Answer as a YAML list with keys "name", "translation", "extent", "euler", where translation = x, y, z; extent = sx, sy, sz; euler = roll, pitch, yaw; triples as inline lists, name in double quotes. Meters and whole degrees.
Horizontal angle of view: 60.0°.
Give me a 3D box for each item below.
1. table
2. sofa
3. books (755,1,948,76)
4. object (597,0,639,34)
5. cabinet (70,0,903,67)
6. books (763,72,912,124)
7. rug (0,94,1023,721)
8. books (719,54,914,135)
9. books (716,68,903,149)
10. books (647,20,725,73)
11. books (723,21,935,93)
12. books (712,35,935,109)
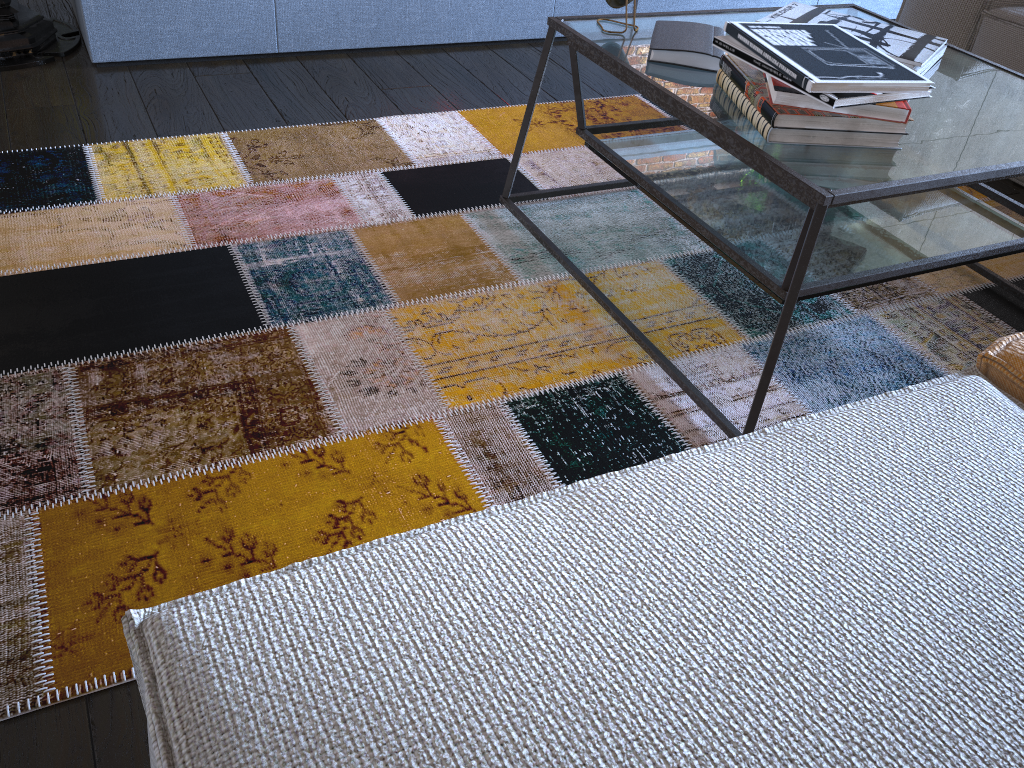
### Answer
- name: "table"
  translation: [0.555, -0.383, 1.655]
  extent: [0.848, 0.390, 0.840]
  euler: [-13, 42, -24]
- name: "sofa"
  translation: [1.100, -0.257, 1.398]
  extent: [3.299, 0.700, 2.529]
  euler: [-13, 42, -24]
- name: "books"
  translation: [0.634, -0.647, 1.665]
  extent: [0.308, 0.038, 0.225]
  euler: [26, 42, 23]
- name: "object"
  translation: [0.206, -0.736, 1.557]
  extent: [0.093, 0.223, 0.099]
  euler: [13, 38, 7]
- name: "cabinet"
  translation: [0.133, -1.631, 2.857]
  extent: [2.959, 0.847, 0.605]
  euler: [-13, 42, -24]
- name: "books"
  translation: [0.478, -0.459, 1.336]
  extent: [0.190, 0.023, 0.238]
  euler: [9, 38, 3]
- name: "rug"
  translation: [0.133, -0.291, 1.814]
  extent: [2.363, 0.013, 1.428]
  euler: [-13, 42, -24]
- name: "books"
  translation: [0.452, -0.443, 1.346]
  extent: [0.209, 0.023, 0.250]
  euler: [0, 38, -9]
- name: "books"
  translation: [0.450, -0.426, 1.361]
  extent: [0.209, 0.024, 0.247]
  euler: [0, 38, -9]
- name: "books"
  translation: [0.308, -0.596, 1.552]
  extent: [0.129, 0.030, 0.181]
  euler: [11, 38, 5]
- name: "books"
  translation: [0.460, -0.487, 1.314]
  extent: [0.196, 0.014, 0.267]
  euler: [-5, 39, -15]
- name: "books"
  translation: [0.459, -0.475, 1.324]
  extent: [0.196, 0.014, 0.267]
  euler: [-14, 42, -25]
